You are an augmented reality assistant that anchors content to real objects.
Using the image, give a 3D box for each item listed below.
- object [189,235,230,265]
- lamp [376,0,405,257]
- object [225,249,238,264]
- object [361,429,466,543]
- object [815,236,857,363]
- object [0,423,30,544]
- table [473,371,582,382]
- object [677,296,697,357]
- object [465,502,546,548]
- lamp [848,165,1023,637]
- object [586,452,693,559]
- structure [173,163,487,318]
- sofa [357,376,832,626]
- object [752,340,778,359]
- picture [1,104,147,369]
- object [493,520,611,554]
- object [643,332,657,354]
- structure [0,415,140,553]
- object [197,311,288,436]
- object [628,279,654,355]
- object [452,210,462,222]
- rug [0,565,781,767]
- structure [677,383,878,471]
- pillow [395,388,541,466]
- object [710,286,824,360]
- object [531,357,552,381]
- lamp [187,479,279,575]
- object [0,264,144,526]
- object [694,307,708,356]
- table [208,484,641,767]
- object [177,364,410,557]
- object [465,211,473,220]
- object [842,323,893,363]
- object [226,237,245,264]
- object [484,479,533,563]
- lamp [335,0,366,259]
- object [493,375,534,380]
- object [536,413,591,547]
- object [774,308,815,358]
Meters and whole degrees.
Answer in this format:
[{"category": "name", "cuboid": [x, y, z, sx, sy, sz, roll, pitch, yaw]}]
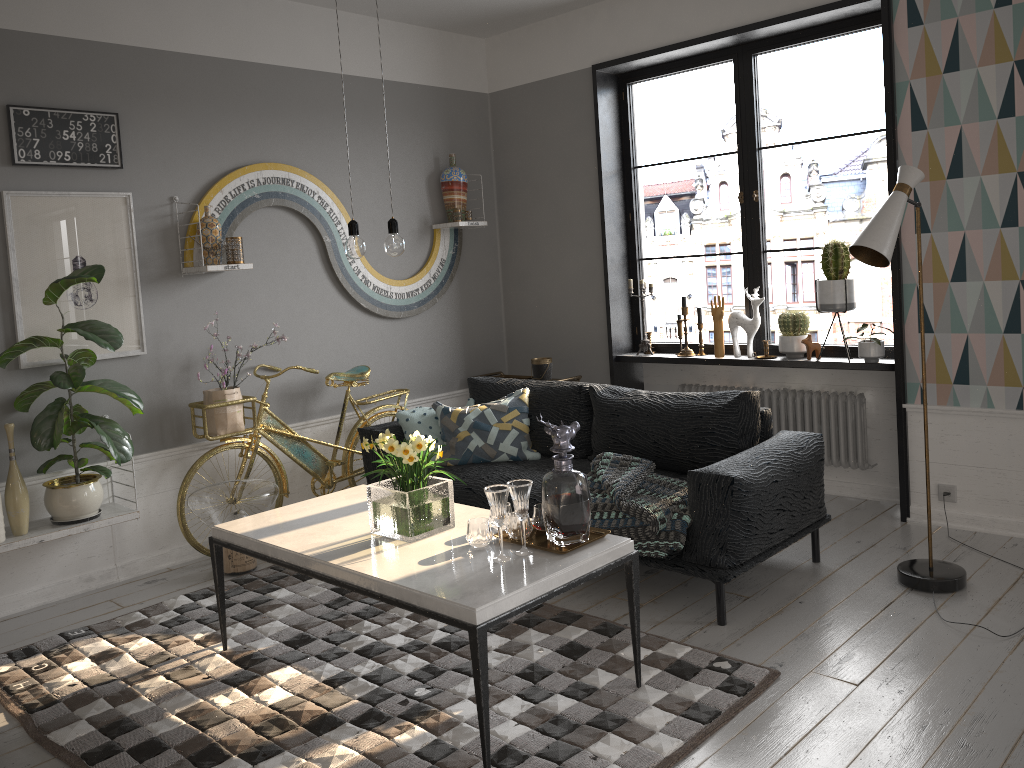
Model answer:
[{"category": "object", "cuboid": [-1.524, -0.678, 4.462, 0.197, 0.165, 0.060, -5, 4, -13]}, {"category": "lamp", "cuboid": [-0.603, -1.109, 2.397, 0.074, 1.528, 1.405, -3, 6, 13]}, {"category": "object", "cuboid": [-1.471, -0.668, 4.652, 0.062, 0.081, 0.063, -2, 6, 20]}, {"category": "object", "cuboid": [-0.361, 0.339, 3.098, 0.326, 0.349, 0.352, -9, 8, -44]}, {"category": "object", "cuboid": [1.705, -0.453, 4.650, 0.235, 0.667, 0.230, -3, 4, 14]}, {"category": "object", "cuboid": [-2.270, 0.432, 3.730, 0.331, 0.486, 0.287, -3, 5, 4]}, {"category": "table", "cuboid": [0.097, 0.285, 5.867, 0.743, 0.676, 0.341, 2, 7, 44]}, {"category": "object", "cuboid": [1.052, -0.356, 5.362, 0.123, 0.373, 0.123, -7, 6, -41]}, {"category": "object", "cuboid": [0.002, 0.471, 2.946, 0.246, 0.087, 0.281, -1, 8, 22]}, {"category": "lamp", "cuboid": [1.905, -0.052, 3.631, 0.680, 1.694, 1.253, 0, 6, 42]}, {"category": "object", "cuboid": [0.511, 0.516, 3.740, 0.667, 0.327, 0.493, 2, 8, 39]}, {"category": "structure", "cuboid": [-0.934, -0.827, 5.194, 0.267, 0.950, 2.033, 0, 8, 44]}, {"category": "sofa", "cuboid": [0.272, 0.424, 4.367, 2.342, 0.793, 0.975, 3, 9, 43]}, {"category": "object", "cuboid": [1.439, -0.195, 5.008, 0.123, 0.098, 0.123, -6, 7, -23]}, {"category": "picture", "cuboid": [-2.921, -0.071, 0.378, 4.042, 1.785, 7.333, 3, 10, 43]}, {"category": "object", "cuboid": [0.131, 0.498, 2.910, 0.318, 0.015, 0.248, 3, 11, 43]}, {"category": "object", "cuboid": [0.878, -0.270, 5.652, 0.085, 0.150, 0.084, -8, 6, -42]}, {"category": "structure", "cuboid": [-2.794, 0.592, 3.220, 0.308, 0.484, 2.791, 1, 9, 44]}, {"category": "object", "cuboid": [-1.380, -0.072, 4.595, 0.489, 0.638, 0.254, -7, 5, -28]}, {"category": "object", "cuboid": [0.812, -0.426, 5.582, 0.145, 0.488, 0.163, -5, 4, -10]}, {"category": "object", "cuboid": [-0.353, -1.084, 5.713, 0.060, 0.078, 0.060, -1, 6, 32]}, {"category": "rug", "cuboid": [-0.609, 1.020, 3.171, 2.528, 0.034, 1.780, 4, 11, 44]}, {"category": "structure", "cuboid": [1.510, 0.235, 5.205, 1.224, 0.426, 0.149, 3, 7, 42]}, {"category": "pillow", "cuboid": [-0.227, 0.227, 4.745, 0.798, 0.360, 0.446, 0, 7, 26]}, {"category": "object", "cuboid": [1.427, -0.346, 5.012, 0.663, 0.408, 0.135, 3, 8, 45]}, {"category": "object", "cuboid": [0.192, -0.083, 5.676, 0.141, 0.159, 0.139, -5, 5, -8]}, {"category": "lamp", "cuboid": [-1.356, 0.703, 4.352, 0.433, 0.435, 0.434, -5, 6, -15]}, {"category": "object", "cuboid": [-1.977, 0.046, 3.989, 0.567, 1.144, 0.417, -4, 4, -7]}, {"category": "object", "cuboid": [1.140, -0.323, 5.352, 0.076, 0.299, 0.076, -5, 4, -16]}, {"category": "table", "cuboid": [-0.354, 0.770, 3.113, 1.457, 0.508, 0.736, 3, 9, 44]}, {"category": "object", "cuboid": [-1.088, 0.344, 4.932, 0.426, 0.964, 1.636, -1, 7, 35]}, {"category": "object", "cuboid": [-0.283, -1.092, 5.738, 0.050, 0.058, 0.050, 0, 6, 33]}, {"category": "object", "cuboid": [1.828, -0.211, 4.528, 0.248, 0.202, 0.171, -10, 8, -44]}, {"category": "object", "cuboid": [-1.433, -0.689, 4.578, 0.086, 0.139, 0.086, 0, 6, 36]}, {"category": "object", "cuboid": [-0.004, 0.425, 2.752, 0.168, 0.226, 0.082, -7, 5, -35]}, {"category": "lamp", "cuboid": [-0.732, -1.094, 2.349, 0.074, 1.528, 1.405, -3, 6, 13]}, {"category": "object", "cuboid": [-0.033, -0.034, 5.953, 0.318, 0.015, 0.248, 3, 11, 43]}, {"category": "object", "cuboid": [0.171, 0.301, 2.861, 0.156, 0.415, 0.148, -6, 5, -27]}, {"category": "object", "cuboid": [1.576, -0.289, 4.941, 0.234, 0.281, 0.215, -2, 5, 18]}]
